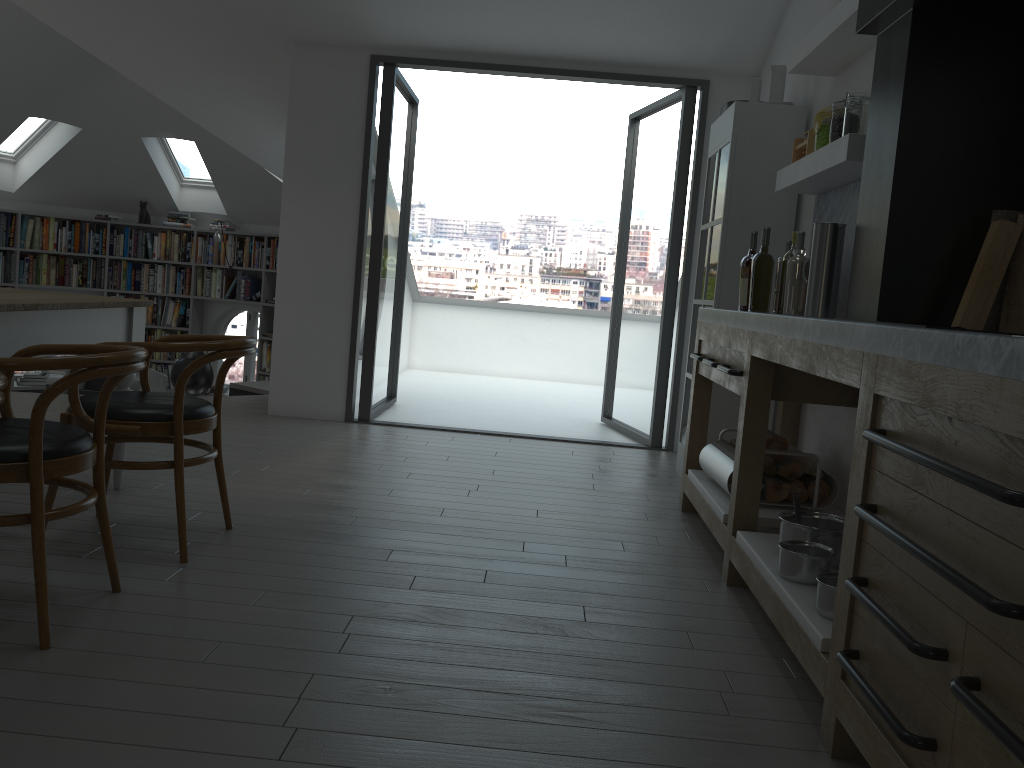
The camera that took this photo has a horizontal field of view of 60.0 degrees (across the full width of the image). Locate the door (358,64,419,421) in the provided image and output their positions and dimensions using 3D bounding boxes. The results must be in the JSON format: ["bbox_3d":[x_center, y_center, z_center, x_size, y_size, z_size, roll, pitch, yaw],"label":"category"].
[{"bbox_3d":[-0.873,-0.971,6.378,0.080,2.341,1.054,5,5,2],"label":"door"}]

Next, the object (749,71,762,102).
[{"bbox_3d":[1.244,-1.503,4.529,0.054,0.196,0.054,7,5,27],"label":"object"}]

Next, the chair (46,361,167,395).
[{"bbox_3d":[-3.790,0.112,8.330,0.823,0.718,0.743,5,5,-3],"label":"chair"}]

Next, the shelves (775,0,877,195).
[{"bbox_3d":[1.554,-1.056,1.307,0.480,1.358,5.565,5,6,-4],"label":"shelves"}]

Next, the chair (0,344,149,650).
[{"bbox_3d":[-1.311,0.250,2.345,0.621,0.733,0.528,5,5,-1],"label":"chair"}]

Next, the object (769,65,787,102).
[{"bbox_3d":[1.339,-1.497,4.480,0.072,0.210,0.071,7,5,25],"label":"object"}]

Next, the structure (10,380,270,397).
[{"bbox_3d":[-3.864,0.122,8.227,4.709,0.691,4.721,-1,8,-43],"label":"structure"}]

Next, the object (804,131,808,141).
[{"bbox_3d":[1.337,-1.095,3.971,0.058,0.075,0.059,7,6,25],"label":"object"}]

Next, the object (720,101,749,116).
[{"bbox_3d":[1.294,-1.442,4.821,0.299,0.119,0.299,5,6,2],"label":"object"}]

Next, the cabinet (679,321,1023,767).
[{"bbox_3d":[1.156,0.576,1.005,1.004,1.019,6.444,5,6,2],"label":"cabinet"}]

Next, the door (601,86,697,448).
[{"bbox_3d":[0.941,-0.808,6.290,0.080,2.341,1.054,4,5,-13],"label":"door"}]

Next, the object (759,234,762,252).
[{"bbox_3d":[1.126,-0.500,4.011,0.085,0.359,0.088,7,5,23],"label":"object"}]

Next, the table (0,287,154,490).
[{"bbox_3d":[-2.113,0.172,2.104,1.018,0.797,3.357,5,6,2],"label":"table"}]

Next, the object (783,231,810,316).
[{"bbox_3d":[1.108,-0.426,3.444,0.085,0.330,0.085,6,5,10],"label":"object"}]

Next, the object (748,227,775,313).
[{"bbox_3d":[1.029,-0.464,3.639,0.092,0.358,0.093,1,6,-44],"label":"object"}]

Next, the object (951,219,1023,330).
[{"bbox_3d":[1.387,-0.315,2.594,0.148,0.335,0.081,4,5,-8],"label":"object"}]

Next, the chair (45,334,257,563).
[{"bbox_3d":[-1.221,0.181,3.065,0.621,0.733,0.528,5,5,2],"label":"chair"}]

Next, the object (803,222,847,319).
[{"bbox_3d":[1.137,-0.412,3.235,0.114,0.339,0.165,5,5,5],"label":"object"}]

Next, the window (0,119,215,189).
[{"bbox_3d":[-3.593,-2.536,9.410,4.055,0.711,1.937,5,6,2],"label":"window"}]

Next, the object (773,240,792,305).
[{"bbox_3d":[1.212,-0.470,3.932,0.085,0.330,0.085,6,5,10],"label":"object"}]

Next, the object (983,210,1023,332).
[{"bbox_3d":[1.466,-0.331,2.646,0.131,0.366,0.068,6,5,16],"label":"object"}]

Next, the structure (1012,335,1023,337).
[{"bbox_3d":[1.164,0.003,1.145,0.647,0.041,0.739,5,6,2],"label":"structure"}]

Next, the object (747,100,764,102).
[{"bbox_3d":[1.296,-1.461,4.819,0.170,0.119,0.170,5,6,2],"label":"object"}]

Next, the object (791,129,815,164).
[{"bbox_3d":[1.328,-1.026,3.907,0.120,0.146,0.238,5,6,2],"label":"object"}]

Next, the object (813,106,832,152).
[{"bbox_3d":[1.302,-1.027,3.645,0.128,0.199,0.164,5,5,-3],"label":"object"}]

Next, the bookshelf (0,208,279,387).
[{"bbox_3d":[-3.742,-0.779,9.543,4.333,1.876,2.114,5,5,2],"label":"bookshelf"}]

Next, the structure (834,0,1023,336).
[{"bbox_3d":[1.460,-1.074,2.426,0.780,1.880,1.078,5,5,2],"label":"structure"}]

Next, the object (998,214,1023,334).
[{"bbox_3d":[1.505,-0.307,2.573,0.130,0.366,0.072,7,5,20],"label":"object"}]

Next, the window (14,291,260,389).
[{"bbox_3d":[-4.255,-0.494,10.443,3.229,1.148,0.619,4,5,-12],"label":"window"}]

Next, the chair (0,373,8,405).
[{"bbox_3d":[-1.282,0.330,1.617,0.621,0.733,0.528,5,5,5],"label":"chair"}]

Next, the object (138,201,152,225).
[{"bbox_3d":[-4.218,-1.967,10.206,0.147,0.264,0.202,5,5,-1],"label":"object"}]

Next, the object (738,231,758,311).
[{"bbox_3d":[1.033,-0.481,3.837,0.093,0.358,0.092,8,6,36],"label":"object"}]

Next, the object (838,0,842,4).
[{"bbox_3d":[1.346,-1.522,3.608,0.064,0.124,0.068,4,5,-4],"label":"object"}]

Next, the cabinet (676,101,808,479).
[{"bbox_3d":[1.205,-0.430,4.767,0.361,1.985,0.643,5,5,2],"label":"cabinet"}]

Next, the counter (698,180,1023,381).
[{"bbox_3d":[1.244,-0.227,0.869,0.961,0.618,6.592,5,6,2],"label":"counter"}]

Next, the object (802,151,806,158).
[{"bbox_3d":[1.330,-1.009,3.977,0.058,0.075,0.059,7,6,25],"label":"object"}]

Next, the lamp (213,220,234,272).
[{"bbox_3d":[-3.252,-1.552,9.984,0.113,0.565,0.358,6,5,9],"label":"lamp"}]

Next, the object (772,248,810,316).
[{"bbox_3d":[1.206,-0.432,3.740,0.184,0.285,0.184,7,5,26],"label":"object"}]

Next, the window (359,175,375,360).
[{"bbox_3d":[-1.189,-0.928,7.086,0.104,1.467,1.474,5,5,2],"label":"window"}]

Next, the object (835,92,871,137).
[{"bbox_3d":[1.289,-0.975,3.232,0.207,0.177,0.103,7,5,24],"label":"object"}]

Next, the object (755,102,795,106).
[{"bbox_3d":[1.285,-1.406,4.512,0.295,0.025,0.151,8,7,26],"label":"object"}]

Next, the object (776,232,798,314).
[{"bbox_3d":[1.134,-0.445,3.585,0.092,0.338,0.092,6,5,20],"label":"object"}]

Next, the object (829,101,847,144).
[{"bbox_3d":[1.296,-1.000,3.447,0.120,0.182,0.120,6,5,17],"label":"object"}]
